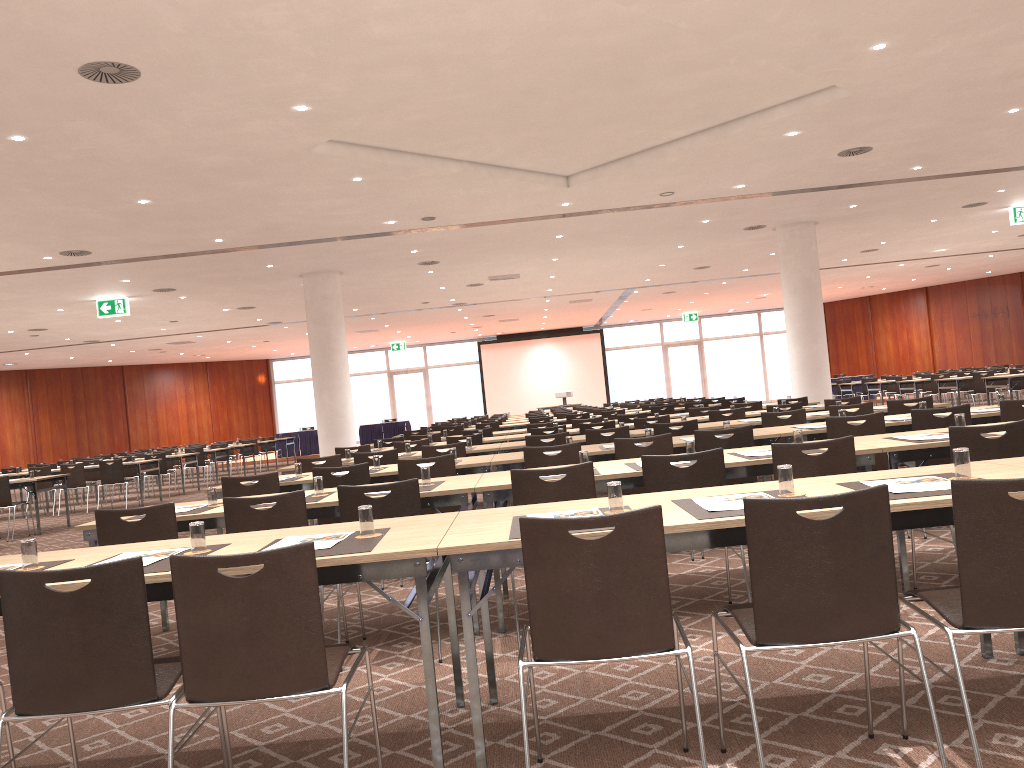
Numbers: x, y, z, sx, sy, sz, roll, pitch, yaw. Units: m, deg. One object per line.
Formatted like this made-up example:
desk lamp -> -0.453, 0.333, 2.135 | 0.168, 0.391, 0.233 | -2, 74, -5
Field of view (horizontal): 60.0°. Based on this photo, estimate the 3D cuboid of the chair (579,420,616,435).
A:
chair -> 1.067, 0.922, 10.767 | 0.535, 0.939, 0.614 | -6, -1, 2

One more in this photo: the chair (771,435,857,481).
chair -> 1.614, 0.759, 4.790 | 0.535, 0.939, 0.614 | -6, -1, 0

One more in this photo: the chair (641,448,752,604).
chair -> 0.950, 0.826, 4.845 | 0.535, 0.939, 0.614 | -6, -1, 2

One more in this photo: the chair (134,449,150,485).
chair -> -10.121, 2.287, 24.583 | 0.536, 0.939, 0.614 | -6, -1, 4

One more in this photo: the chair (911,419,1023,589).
chair -> 2.506, 0.669, 4.738 | 0.535, 0.939, 0.614 | -6, -1, -2

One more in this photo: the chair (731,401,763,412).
chair -> 3.381, 0.729, 12.757 | 0.535, 0.939, 0.614 | -6, -1, 1

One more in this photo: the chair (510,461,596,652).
chair -> 0.249, 0.894, 4.782 | 0.535, 0.939, 0.614 | -6, -1, -1

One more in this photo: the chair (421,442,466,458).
chair -> -0.636, 1.057, 8.877 | 0.535, 0.939, 0.614 | -6, -1, -1

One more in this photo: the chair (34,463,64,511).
chair -> -9.596, 2.124, 18.512 | 0.535, 0.939, 0.614 | -6, -1, -1

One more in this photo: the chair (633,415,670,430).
chair -> 1.724, 0.857, 10.789 | 0.535, 0.939, 0.614 | -6, -1, 2

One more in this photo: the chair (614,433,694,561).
chair -> 1.025, 0.853, 6.767 | 0.535, 0.939, 0.614 | -6, -1, 2

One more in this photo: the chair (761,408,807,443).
chair -> 2.680, 0.726, 8.770 | 0.535, 0.939, 0.614 | -6, -1, 1

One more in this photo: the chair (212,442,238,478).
chair -> -7.936, 2.066, 24.400 | 0.535, 0.939, 0.614 | -6, -1, -1

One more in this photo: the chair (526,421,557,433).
chair -> 0.477, 1.018, 12.779 | 0.535, 0.939, 0.614 | -6, -1, 4

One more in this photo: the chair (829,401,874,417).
chair -> 3.343, 0.660, 8.799 | 0.535, 0.939, 0.614 | -6, -1, -1

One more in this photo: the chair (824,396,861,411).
chair -> 3.992, 0.631, 10.744 | 0.535, 0.939, 0.614 | -6, -1, 2

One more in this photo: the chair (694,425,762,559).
chair -> 1.635, 0.793, 6.790 | 0.536, 0.939, 0.614 | -6, -1, 4

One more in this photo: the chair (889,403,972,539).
chair -> 3.220, 0.634, 6.724 | 0.535, 0.939, 0.614 | -6, -1, 2

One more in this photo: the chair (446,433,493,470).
chair -> -0.521, 1.081, 10.798 | 0.535, 0.939, 0.614 | -6, -1, 4

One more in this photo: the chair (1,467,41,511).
chair -> -10.269, 2.189, 18.444 | 0.536, 0.939, 0.614 | -6, -1, 4

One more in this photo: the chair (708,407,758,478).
chair -> 2.630, 0.768, 10.813 | 0.535, 0.939, 0.614 | -6, -1, 3

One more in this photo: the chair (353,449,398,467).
chair -> -1.287, 1.121, 8.813 | 0.535, 0.939, 0.614 | -6, -1, 0

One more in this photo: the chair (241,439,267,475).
chair -> -7.177, 1.993, 24.525 | 0.535, 0.939, 0.614 | -6, -1, -1

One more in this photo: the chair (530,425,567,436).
chair -> 0.479, 0.982, 10.855 | 0.535, 0.939, 0.614 | -6, -1, -1

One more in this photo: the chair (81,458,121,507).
chair -> -8.574, 2.020, 18.411 | 0.535, 0.939, 0.614 | -6, -1, 3

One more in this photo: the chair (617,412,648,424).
chair -> 1.756, 0.892, 12.831 | 0.535, 0.939, 0.614 | -6, -1, -2

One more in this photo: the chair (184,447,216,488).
chair -> -7.264, 1.929, 20.526 | 0.535, 0.939, 0.614 | -6, -1, -1

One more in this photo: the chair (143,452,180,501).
chair -> -7.302, 1.893, 18.386 | 0.535, 0.939, 0.614 | -6, -1, -2

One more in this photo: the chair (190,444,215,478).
chair -> -8.564, 2.130, 24.493 | 0.535, 0.939, 0.614 | -6, -1, 2

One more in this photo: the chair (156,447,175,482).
chair -> -9.466, 2.219, 24.430 | 0.535, 0.939, 0.614 | -6, -1, 2

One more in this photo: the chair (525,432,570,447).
chair -> 0.384, 0.955, 8.815 | 0.535, 0.939, 0.614 | -6, -1, -1

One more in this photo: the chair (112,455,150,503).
chair -> -8.007, 1.966, 18.540 | 0.535, 0.939, 0.614 | -6, -1, -1

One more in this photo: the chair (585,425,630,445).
chair -> 0.973, 0.897, 8.845 | 0.535, 0.939, 0.614 | -6, -1, -1

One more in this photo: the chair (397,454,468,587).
chair -> -0.612, 1.018, 6.876 | 0.535, 0.939, 0.614 | -6, -1, -1

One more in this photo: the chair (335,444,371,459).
chair -> -1.882, 1.218, 10.902 | 0.535, 0.939, 0.614 | -6, -1, 1

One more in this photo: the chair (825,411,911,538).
chair -> 2.623, 0.695, 6.813 | 0.535, 0.939, 0.614 | -6, -1, 2

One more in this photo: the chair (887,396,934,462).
chair -> 3.903, 0.604, 8.746 | 0.535, 0.939, 0.614 | -6, -1, 3

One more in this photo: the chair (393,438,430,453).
chair -> -1.171, 1.146, 10.846 | 0.535, 0.939, 0.614 | -6, -1, 0

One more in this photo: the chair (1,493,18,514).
chair -> -10.832, 2.248, 18.596 | 0.535, 0.939, 0.614 | -6, -1, -1

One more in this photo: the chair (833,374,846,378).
chair -> 11.374, 0.131, 30.528 | 0.535, 0.939, 0.614 | -6, -1, 1

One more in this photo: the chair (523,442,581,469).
chair -> 0.354, 0.921, 6.815 | 0.535, 0.939, 0.614 | -6, -1, 3

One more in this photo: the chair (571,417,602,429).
chair -> 1.111, 0.955, 12.801 | 0.535, 0.939, 0.614 | -6, -1, 1

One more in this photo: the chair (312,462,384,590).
chair -> -1.242, 1.080, 6.846 | 0.535, 0.939, 0.614 | -6, -1, 3

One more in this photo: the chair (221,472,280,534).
chair -> -1.925, 1.148, 6.825 | 0.535, 0.939, 0.614 | -6, -1, 0

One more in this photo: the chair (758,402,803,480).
chair -> 3.284, 0.701, 10.723 | 0.535, 0.939, 0.614 | -6, -1, -1

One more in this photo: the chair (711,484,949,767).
chair -> 0.950, 0.788, 2.803 | 0.535, 0.939, 0.614 | -6, -1, 0

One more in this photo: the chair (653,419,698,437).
chair -> 1.627, 0.830, 8.756 | 0.535, 0.939, 0.614 | -6, -1, 0

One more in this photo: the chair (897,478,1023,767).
chair -> 1.557, 0.727, 2.756 | 0.535, 0.939, 0.614 | -6, -1, 2

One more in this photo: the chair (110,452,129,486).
chair -> -10.799, 2.353, 24.537 | 0.535, 0.939, 0.614 | -6, -1, -2

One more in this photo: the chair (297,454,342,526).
chair -> -1.854, 1.178, 8.859 | 0.535, 0.939, 0.614 | -6, -1, -2

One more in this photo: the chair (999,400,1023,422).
chair -> 3.875, 0.570, 6.746 | 0.535, 0.939, 0.614 | -6, -1, -2

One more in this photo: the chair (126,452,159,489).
chair -> -8.571, 2.058, 20.493 | 0.535, 0.939, 0.614 | -6, -1, 1

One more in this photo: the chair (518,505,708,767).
chair -> 0.293, 0.855, 2.858 | 0.535, 0.939, 0.614 | -6, -1, 4
